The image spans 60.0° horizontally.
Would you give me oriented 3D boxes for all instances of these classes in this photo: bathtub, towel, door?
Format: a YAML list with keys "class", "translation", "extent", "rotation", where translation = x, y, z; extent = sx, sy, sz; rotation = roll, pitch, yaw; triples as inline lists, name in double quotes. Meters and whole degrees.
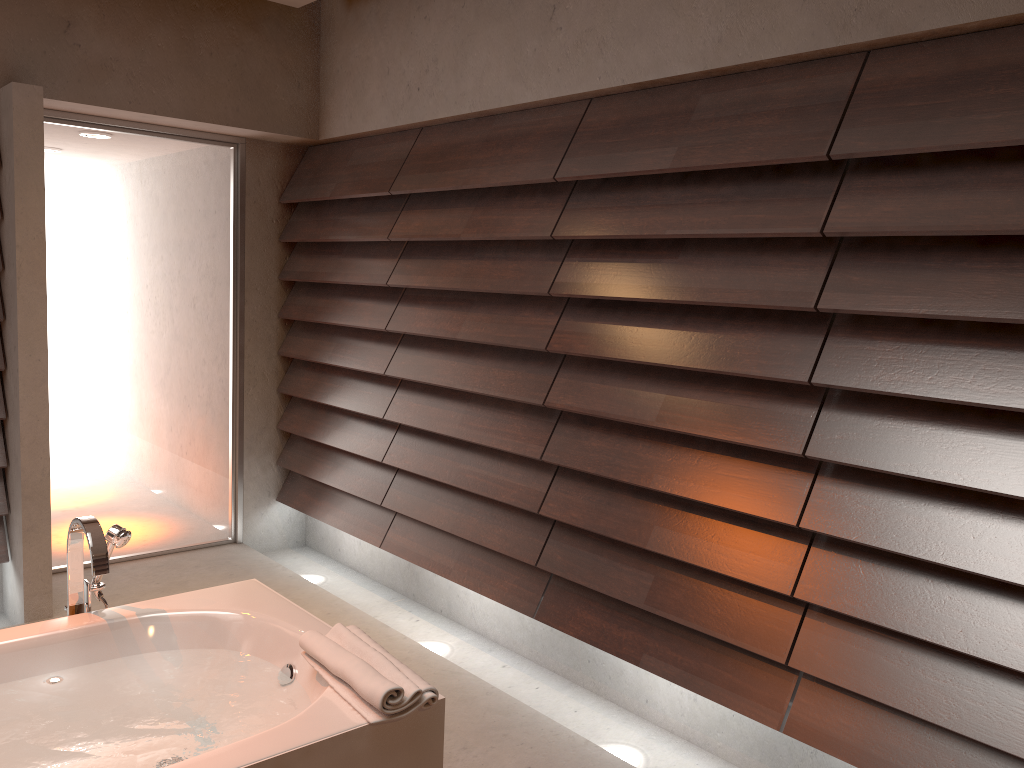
- class: "bathtub"
  translation: [-1.223, 0.764, 1.584]
  extent: [2.000, 0.761, 0.994]
  rotation: [-3, 9, -41]
- class: "towel"
  translation: [-0.318, 0.607, 1.919]
  extent: [0.159, 0.068, 0.396]
  rotation: [-2, 8, -35]
- class: "door"
  translation: [-1.726, -0.171, 4.071]
  extent: [1.007, 2.000, 0.090]
  rotation: [-3, 9, -41]
